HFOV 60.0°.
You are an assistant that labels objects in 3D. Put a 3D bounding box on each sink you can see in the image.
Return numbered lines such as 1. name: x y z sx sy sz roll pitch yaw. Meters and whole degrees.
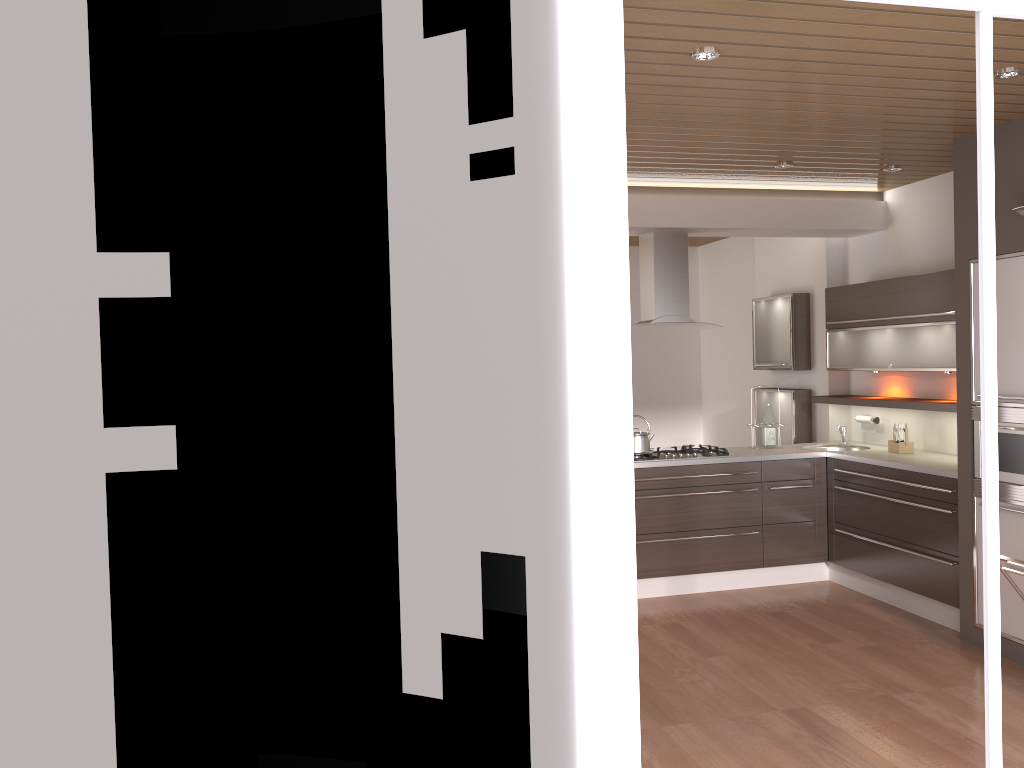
1. sink: 2.297 0.469 6.311 0.450 0.347 0.494 -2 1 -8

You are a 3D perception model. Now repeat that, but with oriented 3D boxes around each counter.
1. counter: 1.728 0.502 5.582 2.150 0.036 1.850 -2 1 -14

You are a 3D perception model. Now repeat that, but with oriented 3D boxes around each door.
1. door: 1.296 0.132 2.401 2.300 2.700 0.101 -2 1 -14

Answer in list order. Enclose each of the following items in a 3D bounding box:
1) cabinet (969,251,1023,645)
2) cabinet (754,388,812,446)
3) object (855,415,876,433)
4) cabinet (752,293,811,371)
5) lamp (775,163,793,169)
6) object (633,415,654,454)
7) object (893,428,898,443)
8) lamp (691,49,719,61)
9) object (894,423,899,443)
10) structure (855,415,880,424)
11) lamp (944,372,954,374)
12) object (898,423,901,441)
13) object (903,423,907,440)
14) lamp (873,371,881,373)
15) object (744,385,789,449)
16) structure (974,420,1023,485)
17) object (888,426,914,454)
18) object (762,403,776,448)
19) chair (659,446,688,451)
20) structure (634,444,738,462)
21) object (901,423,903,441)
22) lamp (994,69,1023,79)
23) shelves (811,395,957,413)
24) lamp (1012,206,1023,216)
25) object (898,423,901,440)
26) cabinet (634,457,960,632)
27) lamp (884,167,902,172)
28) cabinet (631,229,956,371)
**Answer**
1. cabinet: 2.724 0.333 3.843 1.047 1.948 1.796 -2 1 -14
2. cabinet: 2.177 0.340 7.185 0.194 0.600 0.598 -2 1 -14
3. object: 2.552 0.290 6.401 0.053 0.119 0.165 -2 1 -14
4. cabinet: 2.103 -0.408 7.133 0.172 0.600 0.619 -2 2 -28
5. lamp: 1.614 -1.318 5.266 0.102 0.055 0.102 -3 2 -42
6. object: 0.823 0.331 5.884 0.221 0.251 0.221 -2 2 -21
7. object: 2.539 0.365 5.850 0.019 0.178 0.044 -3 2 -39
8. lamp: 0.717 -1.244 3.292 0.102 0.055 0.102 -2 2 -31
9. object: 2.529 0.354 5.823 0.042 0.192 0.040 -1 2 33
10. structure: 2.579 0.256 6.392 0.087 0.049 0.237 -2 1 -14
11. lamp: 2.698 -0.073 5.479 0.056 0.018 0.056 -3 2 -42
12. object: 2.547 0.356 5.825 0.023 0.196 0.018 -2 1 -12
13. object: 2.578 0.352 5.826 0.042 0.192 0.040 -1 2 34
14. lamp: 2.531 -0.085 6.148 0.056 0.018 0.056 -3 2 -42
15. object: 1.835 0.235 6.416 0.291 0.453 0.210 -2 1 -9
16. structure: 2.503 0.347 4.402 0.049 0.301 0.569 -2 1 -14
17. object: 2.576 0.368 5.875 0.100 0.170 0.173 -2 1 -2
18. object: 1.845 0.300 6.366 0.091 0.319 0.091 -1 2 21
19. chair: 1.176 0.945 7.065 0.608 0.847 0.491 -3 2 -44
20. structure: 1.064 0.468 6.067 0.797 0.047 0.494 -2 1 -14
21. object: 2.565 0.356 5.837 0.020 0.196 0.017 -1 1 9
22. lamp: 2.026 -1.288 3.618 0.102 0.055 0.102 -2 2 -31
23. shelves: 2.622 0.127 5.798 0.313 0.050 1.850 -2 1 -14
24. lamp: 2.556 -0.811 3.760 0.139 0.033 1.020 -2 1 -14
25. object: 2.558 0.355 5.845 0.018 0.196 0.022 -2 1 -12
26. cabinet: 1.740 0.955 5.593 2.150 0.870 1.850 -2 1 -14
27. lamp: 2.337 -1.342 5.446 0.102 0.055 0.102 -1 1 14
28. cabinet: 1.780 -0.577 5.630 2.058 1.032 1.399 -2 1 -10
